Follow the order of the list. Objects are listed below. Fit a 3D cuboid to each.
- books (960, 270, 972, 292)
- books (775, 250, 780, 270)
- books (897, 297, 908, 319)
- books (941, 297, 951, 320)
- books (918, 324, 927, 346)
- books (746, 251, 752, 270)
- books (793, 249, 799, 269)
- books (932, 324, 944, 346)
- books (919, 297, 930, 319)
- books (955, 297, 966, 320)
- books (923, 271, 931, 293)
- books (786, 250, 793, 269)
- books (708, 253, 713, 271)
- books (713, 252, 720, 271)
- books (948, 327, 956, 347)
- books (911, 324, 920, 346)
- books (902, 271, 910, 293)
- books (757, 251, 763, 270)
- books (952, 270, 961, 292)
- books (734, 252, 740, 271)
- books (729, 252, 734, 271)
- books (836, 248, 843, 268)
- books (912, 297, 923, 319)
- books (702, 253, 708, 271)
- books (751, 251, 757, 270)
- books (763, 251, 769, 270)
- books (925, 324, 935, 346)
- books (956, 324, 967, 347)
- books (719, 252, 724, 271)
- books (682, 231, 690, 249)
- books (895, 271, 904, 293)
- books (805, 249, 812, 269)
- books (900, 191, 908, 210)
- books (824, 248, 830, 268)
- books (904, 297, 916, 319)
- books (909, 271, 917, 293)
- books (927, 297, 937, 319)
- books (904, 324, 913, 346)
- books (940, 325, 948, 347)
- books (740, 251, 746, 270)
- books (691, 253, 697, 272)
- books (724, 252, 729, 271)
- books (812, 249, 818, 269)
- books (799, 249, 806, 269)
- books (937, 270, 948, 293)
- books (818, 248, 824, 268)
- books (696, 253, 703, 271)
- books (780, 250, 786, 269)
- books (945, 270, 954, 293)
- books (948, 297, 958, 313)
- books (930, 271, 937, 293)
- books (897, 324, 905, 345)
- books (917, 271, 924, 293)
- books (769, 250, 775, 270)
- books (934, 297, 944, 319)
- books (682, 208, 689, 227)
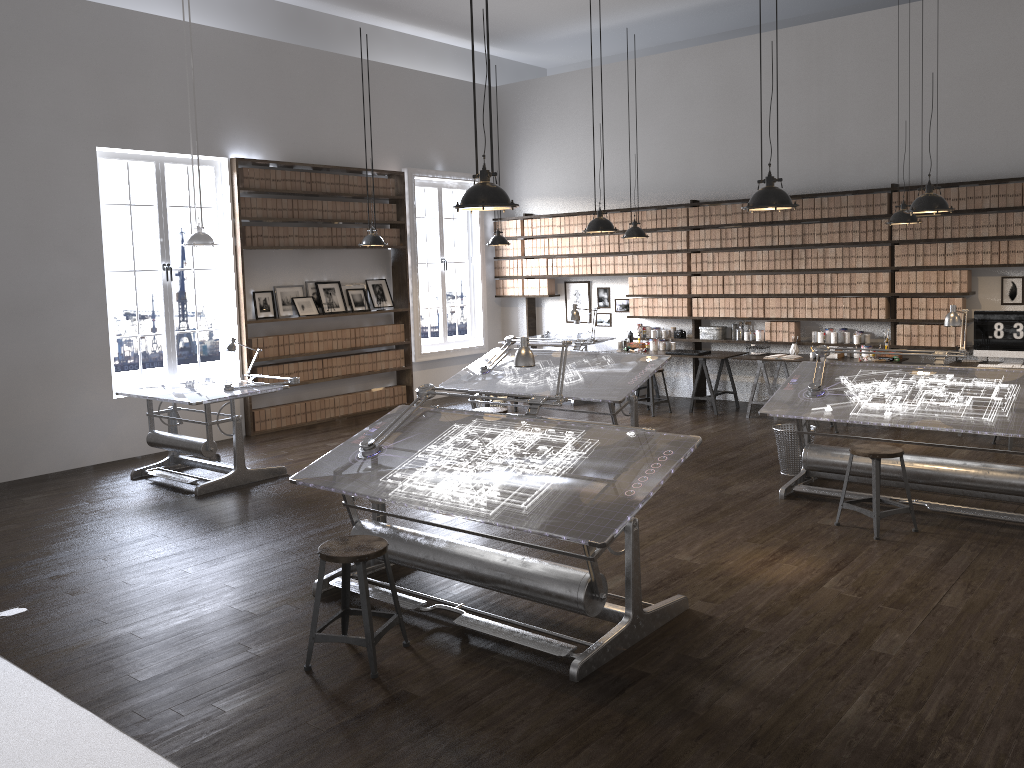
[{"bbox_3d":[4.561,-1.031,8.897,0.067,0.225,0.175,2,7,39],"label":"books"},{"bbox_3d":[3.059,-1.413,10.094,0.067,0.224,0.175,2,7,39],"label":"books"},{"bbox_3d":[4.102,-0.794,9.302,0.067,0.224,0.175,2,7,39],"label":"books"},{"bbox_3d":[4.430,-0.768,9.026,0.067,0.225,0.175,2,7,39],"label":"books"},{"bbox_3d":[4.271,-0.506,9.190,0.067,0.224,0.175,2,7,39],"label":"books"},{"bbox_3d":[2.790,-1.433,10.314,0.067,0.225,0.175,2,7,39],"label":"books"},{"bbox_3d":[3.226,-1.400,9.960,0.067,0.225,0.175,2,7,39],"label":"books"},{"bbox_3d":[4.377,-0.498,9.099,0.067,0.225,0.175,2,7,39],"label":"books"},{"bbox_3d":[4.269,-0.780,9.159,0.067,0.225,0.175,2,7,39],"label":"books"},{"bbox_3d":[4.532,-0.761,8.946,0.067,0.224,0.175,2,7,39],"label":"books"},{"bbox_3d":[4.291,-1.051,9.116,0.067,0.224,0.175,2,7,39],"label":"books"},{"bbox_3d":[3.165,-1.404,10.003,0.067,0.225,0.175,2,7,39],"label":"books"},{"bbox_3d":[2.415,-1.461,10.616,0.067,0.225,0.175,2,7,39],"label":"books"},{"bbox_3d":[2.473,-1.457,10.575,0.067,0.225,0.175,2,7,39],"label":"books"},{"bbox_3d":[4.491,-0.489,9.007,0.067,0.225,0.175,2,7,39],"label":"books"},{"bbox_3d":[4.219,-0.509,9.227,0.067,0.225,0.175,2,7,39],"label":"books"},{"bbox_3d":[4.133,-1.063,9.246,0.067,0.225,0.175,2,7,39],"label":"books"},{"bbox_3d":[2.897,-1.425,10.225,0.067,0.225,0.175,2,7,39],"label":"books"},{"bbox_3d":[4.503,-1.035,8.939,0.067,0.225,0.175,2,7,39],"label":"books"},{"bbox_3d":[2.679,-1.441,10.403,0.067,0.224,0.175,2,7,39],"label":"books"},{"bbox_3d":[2.631,-1.445,10.444,0.067,0.224,0.175,2,7,39],"label":"books"},{"bbox_3d":[3.596,-1.372,9.650,0.067,0.225,0.175,2,7,39],"label":"books"},{"bbox_3d":[4.217,-0.785,9.208,0.067,0.225,0.175,2,7,39],"label":"books"},{"bbox_3d":[2.363,-1.466,10.665,0.067,0.225,0.175,2,7,39],"label":"books"},{"bbox_3d":[2.846,-1.429,10.272,0.067,0.225,0.175,2,7,39],"label":"books"},{"bbox_3d":[2.951,-1.420,10.176,0.067,0.225,0.175,2,7,39],"label":"books"},{"bbox_3d":[4.323,-0.503,9.150,0.067,0.224,0.175,2,7,39],"label":"books"},{"bbox_3d":[4.548,-0.486,8.966,0.067,0.225,0.175,2,7,39],"label":"books"},{"bbox_3d":[2.528,-1.453,10.530,0.067,0.225,0.175,2,7,39],"label":"books"},{"bbox_3d":[2.146,-1.753,10.807,0.067,0.225,0.175,2,7,39],"label":"books"},{"bbox_3d":[4.080,-1.068,9.292,0.067,0.225,0.175,2,7,39],"label":"books"},{"bbox_3d":[3.336,-1.392,9.870,0.067,0.225,0.175,2,7,39],"label":"books"},{"bbox_3d":[4.086,-1.881,9.191,0.067,0.225,0.175,2,7,39],"label":"books"},{"bbox_3d":[3.494,-1.380,9.739,0.067,0.224,0.175,2,7,39],"label":"books"},{"bbox_3d":[4.155,-0.789,9.251,0.067,0.225,0.175,2,7,39],"label":"books"},{"bbox_3d":[4.184,-1.059,9.199,0.067,0.225,0.175,2,7,39],"label":"books"},{"bbox_3d":[4.326,-0.777,9.118,0.067,0.225,0.175,2,7,39],"label":"books"},{"bbox_3d":[4.163,-0.514,9.272,0.067,0.225,0.175,2,7,39],"label":"books"},{"bbox_3d":[4.439,-0.494,9.056,0.067,0.225,0.175,2,7,39],"label":"books"},{"bbox_3d":[2.733,-1.437,10.356,0.067,0.225,0.175,2,7,39],"label":"books"},{"bbox_3d":[2.248,-1.474,10.759,0.067,0.224,0.175,2,7,39],"label":"books"},{"bbox_3d":[2.576,-1.448,10.483,0.067,0.225,0.175,2,7,39],"label":"books"},{"bbox_3d":[3.391,-1.388,9.825,0.067,0.225,0.175,2,7,39],"label":"books"},{"bbox_3d":[3.278,-1.396,9.911,0.067,0.225,0.175,2,7,39],"label":"books"},{"bbox_3d":[4.396,-1.044,9.032,0.067,0.225,0.175,2,7,39],"label":"books"},{"bbox_3d":[3.439,-1.383,9.777,0.067,0.225,0.175,2,7,39],"label":"books"},{"bbox_3d":[2.302,-1.469,10.708,0.067,0.225,0.175,2,7,39],"label":"books"},{"bbox_3d":[3.111,-1.409,10.054,0.067,0.224,0.175,2,7,39],"label":"books"},{"bbox_3d":[4.451,-1.039,8.987,0.067,0.225,0.175,2,7,39],"label":"books"},{"bbox_3d":[4.484,-0.765,8.987,0.067,0.224,0.175,2,7,39],"label":"books"},{"bbox_3d":[4.340,-1.047,9.070,0.067,0.225,0.175,2,7,39],"label":"books"},{"bbox_3d":[4.109,-0.518,9.321,0.067,0.225,0.175,2,7,39],"label":"books"},{"bbox_3d":[4.242,-1.055,9.154,0.067,0.224,0.175,2,7,39],"label":"books"},{"bbox_3d":[3.007,-1.416,10.130,0.067,0.225,0.175,2,7,39],"label":"books"},{"bbox_3d":[4.381,-0.772,9.073,0.067,0.225,0.175,2,7,39],"label":"books"},{"bbox_3d":[2.142,-2.028,10.779,0.067,0.225,0.175,2,7,39],"label":"books"}]
